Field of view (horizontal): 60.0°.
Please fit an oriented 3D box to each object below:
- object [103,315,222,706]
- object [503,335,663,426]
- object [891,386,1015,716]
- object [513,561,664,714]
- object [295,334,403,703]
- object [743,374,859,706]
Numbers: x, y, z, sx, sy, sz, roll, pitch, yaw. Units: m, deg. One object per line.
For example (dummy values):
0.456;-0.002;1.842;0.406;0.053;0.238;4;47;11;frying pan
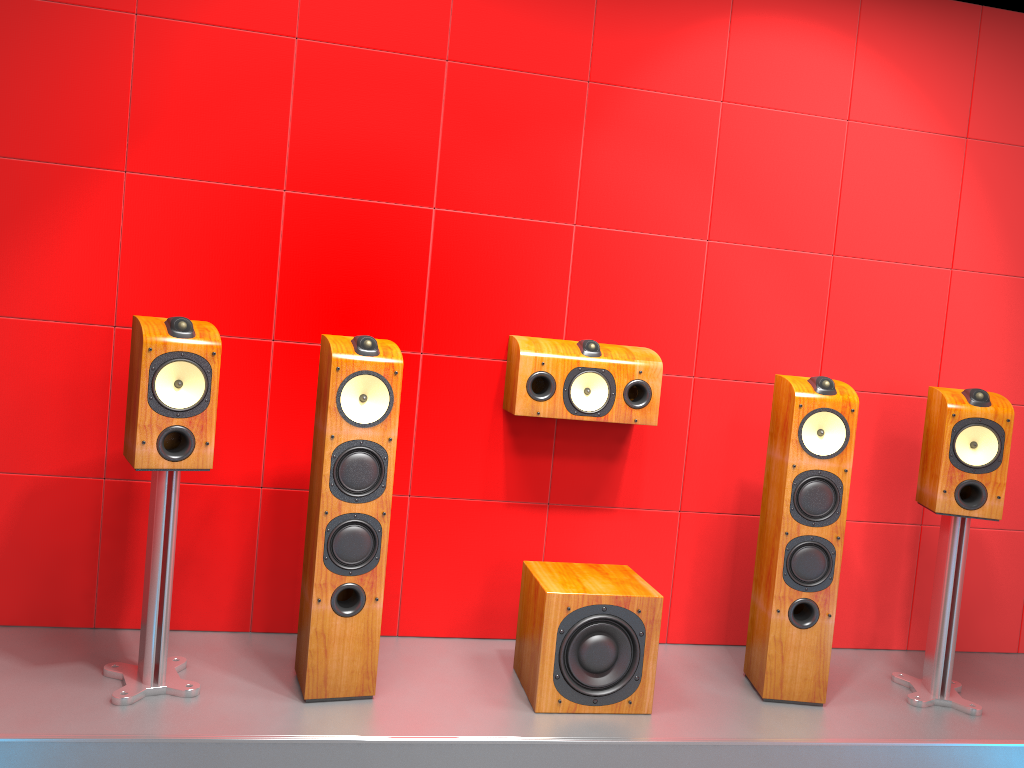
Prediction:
-0.990;0.335;2.522;0.231;1.058;0.265;3;3;-31;object
0.242;-0.020;3.053;0.493;0.271;0.235;5;3;-11;object
1.489;0.538;2.995;0.231;1.058;0.265;6;3;9;object
0.228;0.784;2.776;0.360;0.360;0.360;5;3;-11;object
-0.484;0.379;2.619;0.203;1.052;0.238;4;3;-21;object
0.947;0.495;2.914;0.203;1.052;0.238;5;3;-1;object
